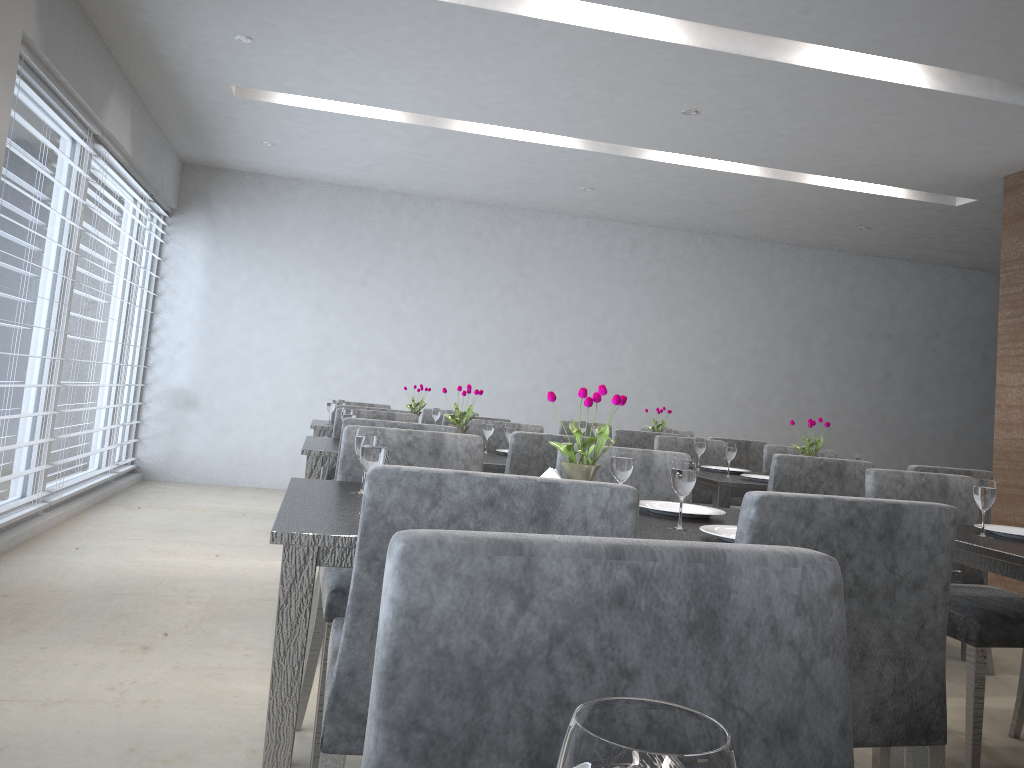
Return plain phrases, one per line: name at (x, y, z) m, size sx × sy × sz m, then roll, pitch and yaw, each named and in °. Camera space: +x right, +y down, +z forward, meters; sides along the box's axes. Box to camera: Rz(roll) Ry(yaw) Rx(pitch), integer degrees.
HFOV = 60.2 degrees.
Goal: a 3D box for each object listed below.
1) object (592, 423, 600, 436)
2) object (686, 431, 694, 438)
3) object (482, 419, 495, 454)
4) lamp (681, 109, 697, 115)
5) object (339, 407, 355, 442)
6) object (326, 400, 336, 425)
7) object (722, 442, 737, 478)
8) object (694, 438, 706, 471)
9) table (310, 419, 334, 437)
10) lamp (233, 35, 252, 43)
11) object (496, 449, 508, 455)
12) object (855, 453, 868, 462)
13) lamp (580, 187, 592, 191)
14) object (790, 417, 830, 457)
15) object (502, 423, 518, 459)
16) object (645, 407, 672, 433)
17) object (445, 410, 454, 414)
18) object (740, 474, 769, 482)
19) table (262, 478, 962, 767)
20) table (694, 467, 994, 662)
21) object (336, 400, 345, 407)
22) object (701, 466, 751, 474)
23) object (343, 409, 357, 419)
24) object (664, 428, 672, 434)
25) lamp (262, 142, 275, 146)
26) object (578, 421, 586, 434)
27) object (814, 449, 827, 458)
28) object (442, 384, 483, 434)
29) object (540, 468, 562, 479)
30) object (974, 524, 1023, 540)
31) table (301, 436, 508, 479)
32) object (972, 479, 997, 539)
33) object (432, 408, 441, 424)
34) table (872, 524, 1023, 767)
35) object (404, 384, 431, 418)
object at (0.504, 0.305, 5.315) m, size 0.053 × 0.140 × 0.053 m, roll 2°, pitch -6°, yaw 36°
object at (1.103, 0.363, 5.489) m, size 0.053 × 0.140 × 0.053 m, roll 2°, pitch -6°, yaw 36°
object at (-0.103, 0.219, 3.680) m, size 0.053 × 0.140 × 0.053 m, roll 2°, pitch -6°, yaw 36°
lamp at (0.959, -1.473, 4.792) m, size 0.089 × 0.007 × 0.088 m, roll 4°, pitch -1°, yaw 33°
object at (-0.666, 0.165, 3.567) m, size 0.053 × 0.140 × 0.053 m, roll 2°, pitch -6°, yaw 36°
object at (-1.028, 0.159, 5.004) m, size 0.053 × 0.140 × 0.053 m, roll 2°, pitch -6°, yaw 36°
object at (0.874, 0.306, 3.557) m, size 0.053 × 0.140 × 0.053 m, roll 2°, pitch -6°, yaw 36°
object at (0.814, 0.306, 3.842) m, size 0.053 × 0.140 × 0.053 m, roll 2°, pitch -6°, yaw 36°
table at (-0.608, 0.592, 5.199) m, size 1.187 × 0.639 × 0.774 m, roll 6°, pitch -3°, yaw -11°
lamp at (-1.319, -1.690, 4.333) m, size 0.089 × 0.007 × 0.088 m, roll 4°, pitch -1°, yaw 33°
object at (0.039, 0.295, 3.740) m, size 0.216 × 0.015 × 0.217 m, roll 6°, pitch -1°, yaw -34°
object at (1.472, 0.364, 3.730) m, size 0.053 × 0.140 × 0.053 m, roll 2°, pitch -6°, yaw 36°
lamp at (0.561, -1.473, 6.683) m, size 0.089 × 0.007 × 0.088 m, roll 4°, pitch -1°, yaw 33°
object at (1.278, 0.278, 3.784) m, size 0.154 × 0.278 × 0.103 m, roll 6°, pitch -5°, yaw -14°
object at (-0.007, 0.223, 3.456) m, size 0.053 × 0.140 × 0.053 m, roll 2°, pitch -6°, yaw 36°
object at (0.912, 0.277, 5.521) m, size 0.154 × 0.278 × 0.103 m, roll 6°, pitch -5°, yaw -14°
object at (-0.372, 0.223, 5.191) m, size 0.053 × 0.140 × 0.053 m, roll 2°, pitch -6°, yaw 36°
object at (1.027, 0.382, 3.547) m, size 0.216 × 0.015 × 0.217 m, roll 6°, pitch -1°, yaw -31°
table at (0.108, 0.592, 1.793) m, size 1.187 × 0.639 × 0.774 m, roll 6°, pitch -3°, yaw -11°
table at (1.237, 0.733, 3.760) m, size 1.187 × 0.639 × 0.774 m, roll 6°, pitch -3°, yaw -11°
object at (-1.031, 0.165, 5.303) m, size 0.053 × 0.140 × 0.053 m, roll 2°, pitch -6°, yaw 36°
object at (0.948, 0.382, 3.923) m, size 0.216 × 0.015 × 0.217 m, roll 6°, pitch -1°, yaw -31°
object at (-0.606, 0.165, 3.282) m, size 0.053 × 0.140 × 0.053 m, roll 2°, pitch -6°, yaw 36°
object at (1.007, 0.359, 5.714) m, size 0.053 × 0.140 × 0.053 m, roll 2°, pitch -6°, yaw 36°
lamp at (-1.717, -1.690, 6.223) m, size 0.089 × 0.007 × 0.088 m, roll 4°, pitch -1°, yaw 33°
object at (0.444, 0.305, 5.600) m, size 0.053 × 0.140 × 0.053 m, roll 2°, pitch -6°, yaw 36°
object at (1.377, 0.359, 3.955) m, size 0.053 × 0.140 × 0.053 m, roll 2°, pitch -6°, yaw 36°
object at (-0.202, 0.137, 3.486) m, size 0.154 × 0.278 × 0.103 m, roll 6°, pitch -5°, yaw -14°
object at (0.079, 0.219, 1.791) m, size 0.069 × 0.100 × 0.203 m, roll 9°, pitch -4°, yaw -42°
object at (1.299, 0.382, 2.254) m, size 0.217 × 0.015 × 0.215 m, roll 4°, pitch -1°, yaw 34°
table at (-0.243, 0.592, 3.462) m, size 1.187 × 0.639 × 0.774 m, roll 6°, pitch -3°, yaw -11°
object at (1.163, 0.306, 2.180) m, size 0.053 × 0.140 × 0.053 m, roll 2°, pitch -6°, yaw 36°
object at (-0.468, 0.218, 5.416) m, size 0.053 × 0.140 × 0.053 m, roll 2°, pitch -6°, yaw 36°
table at (1.588, 0.733, 2.092) m, size 1.187 × 0.639 × 0.774 m, roll 6°, pitch -3°, yaw -11°
object at (-0.567, 0.136, 5.223) m, size 0.154 × 0.278 × 0.103 m, roll 6°, pitch -5°, yaw -14°
